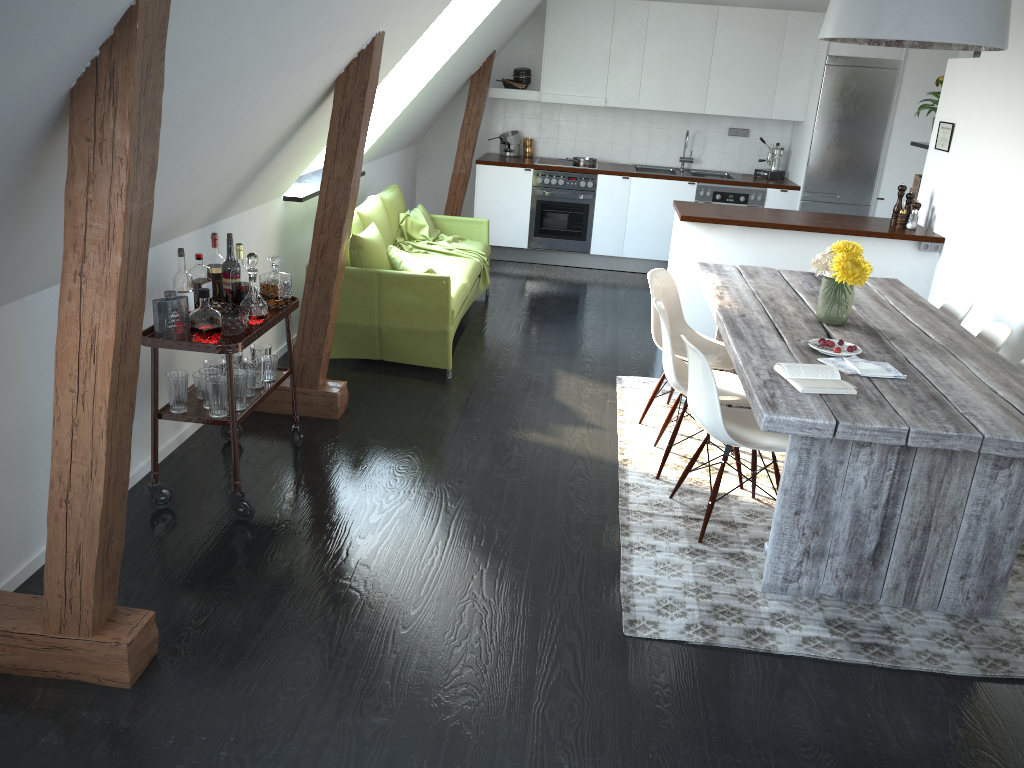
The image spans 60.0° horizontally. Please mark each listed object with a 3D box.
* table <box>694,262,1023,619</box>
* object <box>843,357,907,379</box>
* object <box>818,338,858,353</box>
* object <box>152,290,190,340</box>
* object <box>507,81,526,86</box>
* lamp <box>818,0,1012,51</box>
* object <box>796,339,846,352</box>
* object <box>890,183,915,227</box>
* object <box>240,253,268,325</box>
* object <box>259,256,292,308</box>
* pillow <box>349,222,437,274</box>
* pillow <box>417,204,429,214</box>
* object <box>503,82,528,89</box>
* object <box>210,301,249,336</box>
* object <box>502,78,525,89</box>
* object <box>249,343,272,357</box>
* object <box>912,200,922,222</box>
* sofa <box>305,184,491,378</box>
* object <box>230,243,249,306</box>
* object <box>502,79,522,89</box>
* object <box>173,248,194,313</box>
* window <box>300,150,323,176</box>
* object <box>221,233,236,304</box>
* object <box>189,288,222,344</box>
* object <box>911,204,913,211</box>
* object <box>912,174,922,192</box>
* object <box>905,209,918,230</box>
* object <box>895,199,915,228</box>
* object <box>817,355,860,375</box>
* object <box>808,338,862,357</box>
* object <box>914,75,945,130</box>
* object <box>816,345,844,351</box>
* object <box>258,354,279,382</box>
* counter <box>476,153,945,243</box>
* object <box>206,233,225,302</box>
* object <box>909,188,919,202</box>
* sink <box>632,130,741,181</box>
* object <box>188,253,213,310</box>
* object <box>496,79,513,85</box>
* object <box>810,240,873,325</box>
[{"bbox_3d":[1.463,0.115,4.042,1.141,0.788,2.421,6,20,4],"label":"table"},{"bbox_3d":[1.364,-0.061,3.337,0.182,0.016,0.179,4,20,-1],"label":"object"},{"bbox_3d":[1.297,-0.153,3.532,0.132,0.034,0.144,-4,22,-22],"label":"object"},{"bbox_3d":[-1.275,-0.257,3.329,0.052,0.182,0.135,21,26,38],"label":"object"},{"bbox_3d":[0.040,-2.819,8.318,0.065,0.031,0.335,-11,25,-36],"label":"object"},{"bbox_3d":[1.695,-2.665,3.048,0.757,2.813,0.697,-10,24,-33],"label":"lamp"},{"bbox_3d":[1.228,-0.153,3.522,0.194,0.022,0.019,11,21,19],"label":"object"},{"bbox_3d":[2.639,-1.208,5.975,0.123,0.283,0.061,6,20,4],"label":"object"},{"bbox_3d":[-1.038,-0.382,3.554,0.114,0.292,0.114,-4,22,-22],"label":"object"},{"bbox_3d":[-1.026,-0.447,3.849,0.101,0.211,0.101,11,21,18],"label":"object"},{"bbox_3d":[-0.655,-0.731,5.320,0.600,0.387,0.475,5,20,2],"label":"pillow"},{"bbox_3d":[-0.697,-1.202,6.785,0.210,0.275,0.462,5,20,2],"label":"pillow"},{"bbox_3d":[0.039,-2.798,8.324,0.243,0.056,0.350,2,20,-6],"label":"object"},{"bbox_3d":[-1.124,-0.252,3.469,0.245,0.092,0.151,17,23,31],"label":"object"},{"bbox_3d":[0.009,-2.809,8.277,0.061,0.077,0.331,-10,24,-35],"label":"object"},{"bbox_3d":[-1.118,-0.113,3.951,0.095,0.119,0.095,-9,24,-31],"label":"object"},{"bbox_3d":[2.696,-1.136,5.934,0.058,0.184,0.058,5,20,1],"label":"object"},{"bbox_3d":[-0.690,-0.814,6.114,0.898,0.825,2.093,5,20,3],"label":"sofa"},{"bbox_3d":[-1.113,-0.425,3.638,0.081,0.307,0.081,8,20,10],"label":"object"},{"bbox_3d":[-0.005,-2.800,8.271,0.065,0.065,0.332,-6,22,-26],"label":"object"},{"bbox_3d":[-1.267,-0.364,3.418,0.073,0.320,0.073,3,20,-5],"label":"object"},{"bbox_3d":[1.228,-1.962,1.853,5.959,4.249,8.018,6,20,4],"label":"window"},{"bbox_3d":[-1.170,-0.464,3.695,0.080,0.329,0.080,3,20,-5],"label":"object"},{"bbox_3d":[-1.143,-0.254,3.303,0.087,0.206,0.087,15,23,28],"label":"object"},{"bbox_3d":[3.077,-1.249,6.461,0.329,0.101,0.287,9,21,14],"label":"object"},{"bbox_3d":[3.095,-1.440,6.402,0.329,0.101,0.287,9,21,14],"label":"object"},{"bbox_3d":[2.659,-1.093,5.879,0.069,0.135,0.069,-3,21,-19],"label":"object"},{"bbox_3d":[2.616,-1.139,5.913,0.080,0.192,0.058,0,20,-11],"label":"object"},{"bbox_3d":[1.283,-0.074,3.358,0.182,0.014,0.185,-3,21,-20],"label":"object"},{"bbox_3d":[1.282,-0.140,3.528,0.205,0.024,0.205,3,20,-3],"label":"object"},{"bbox_3d":[3.116,-1.943,6.273,0.493,0.486,0.506,13,22,23],"label":"object"},{"bbox_3d":[1.266,-0.144,3.526,0.110,0.011,0.058,7,20,8],"label":"object"},{"bbox_3d":[-1.063,-0.067,3.866,0.092,0.099,0.092,-2,21,-17],"label":"object"},{"bbox_3d":[1.255,-1.596,7.234,3.365,0.038,3.085,6,20,4],"label":"counter"},{"bbox_3d":[-1.266,-0.493,3.792,0.081,0.308,0.081,3,20,-3],"label":"object"},{"bbox_3d":[3.084,-1.342,6.427,0.287,0.101,0.329,4,20,0],"label":"object"},{"bbox_3d":[1.623,-2.086,8.278,0.963,0.519,0.671,6,20,4],"label":"sink"},{"bbox_3d":[-1.272,-0.404,3.621,0.067,0.257,0.099,7,20,9],"label":"object"},{"bbox_3d":[-0.028,-2.832,8.360,0.357,0.075,0.244,-5,22,-23],"label":"object"},{"bbox_3d":[1.441,-0.446,3.898,0.233,0.365,0.293,-5,22,-23],"label":"object"}]
